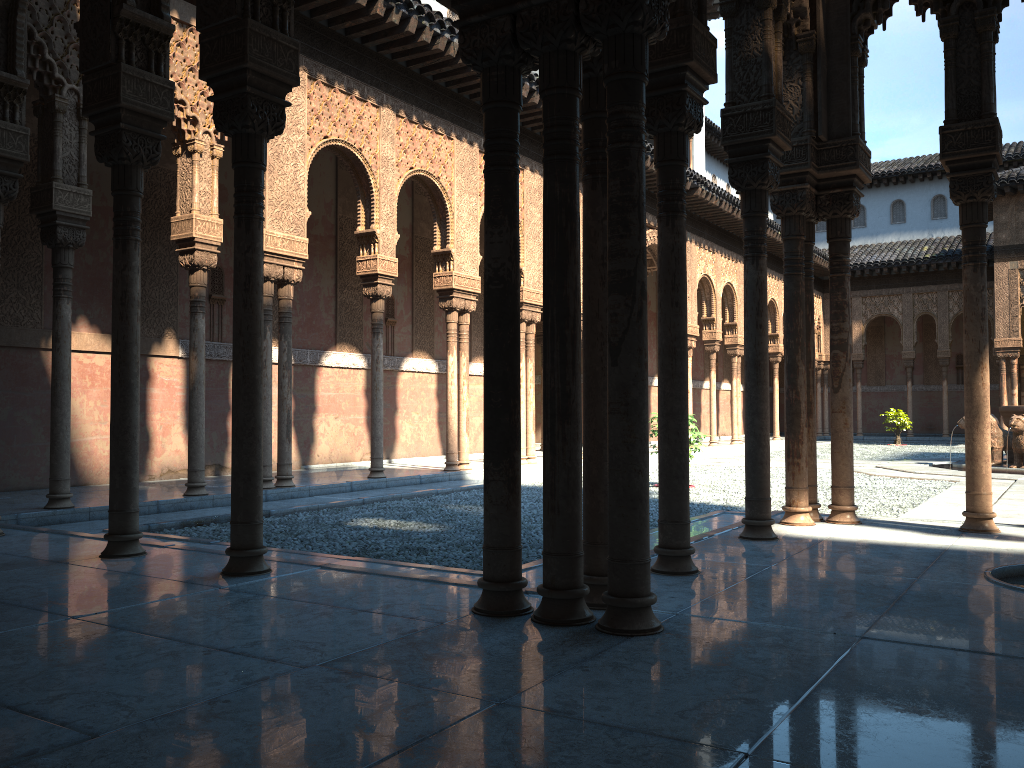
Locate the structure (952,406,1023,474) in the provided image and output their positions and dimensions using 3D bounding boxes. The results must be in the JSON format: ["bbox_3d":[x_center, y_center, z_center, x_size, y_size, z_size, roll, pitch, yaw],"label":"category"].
[{"bbox_3d":[10.877,0.752,16.757,4.508,1.991,4.508,-1,-2,33],"label":"structure"}]
